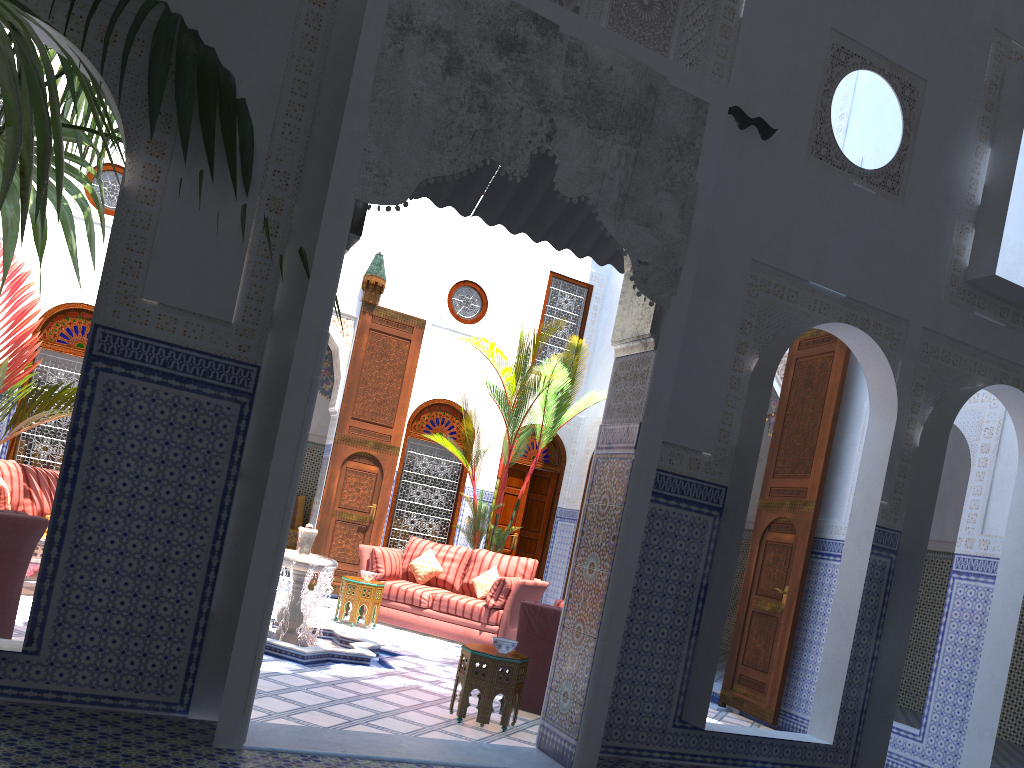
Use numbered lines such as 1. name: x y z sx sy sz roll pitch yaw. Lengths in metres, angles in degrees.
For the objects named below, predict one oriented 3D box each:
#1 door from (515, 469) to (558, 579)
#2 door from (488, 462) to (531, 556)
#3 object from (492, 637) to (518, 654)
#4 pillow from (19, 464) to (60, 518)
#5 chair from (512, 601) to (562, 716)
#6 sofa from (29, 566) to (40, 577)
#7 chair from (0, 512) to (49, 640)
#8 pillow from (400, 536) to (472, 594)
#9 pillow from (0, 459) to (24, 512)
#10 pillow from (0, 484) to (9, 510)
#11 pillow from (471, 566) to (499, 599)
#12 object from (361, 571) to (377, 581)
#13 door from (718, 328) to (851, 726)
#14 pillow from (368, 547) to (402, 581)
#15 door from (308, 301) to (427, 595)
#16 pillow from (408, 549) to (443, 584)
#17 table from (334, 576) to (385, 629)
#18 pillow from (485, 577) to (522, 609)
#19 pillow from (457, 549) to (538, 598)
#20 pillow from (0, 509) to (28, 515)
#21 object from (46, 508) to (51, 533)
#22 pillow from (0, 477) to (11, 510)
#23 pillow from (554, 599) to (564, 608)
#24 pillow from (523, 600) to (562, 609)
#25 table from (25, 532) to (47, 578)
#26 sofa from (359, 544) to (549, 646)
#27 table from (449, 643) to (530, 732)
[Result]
1. door: 0.150 1.538 8.353 0.285 1.458 0.024 11 -1 6
2. door: -0.083 1.458 8.167 0.289 1.458 0.122 12 -1 -24
3. object: -0.035 1.156 3.865 0.119 0.057 0.119 13 -8 -10
4. pillow: -3.084 0.754 5.900 0.317 0.372 0.573 10 -7 23
5. chair: 0.444 1.429 4.435 0.719 0.539 0.829 9 -7 22
6. sofa: -3.082 0.910 5.567 0.725 0.537 1.391 9 -9 22
7. chair: -2.316 0.649 3.170 0.804 0.539 0.742 9 -7 22
8. pillow: -0.622 1.433 6.939 0.576 0.378 0.307 9 -5 22
9. pillow: -3.275 0.625 5.372 0.288 0.388 0.594 10 -7 22
10. pillow: -3.052 0.676 5.035 0.376 0.252 0.191 9 -5 23
11. pillow: -0.186 1.478 6.532 0.150 0.257 0.279 13 -6 -23
12. object: -1.022 1.366 6.225 0.119 0.057 0.119 13 -8 -10
13. door: 1.702 0.848 5.466 0.125 2.507 0.579 12 -1 -17
14. pillow: -0.963 1.390 6.701 0.185 0.251 0.388 10 -7 23
15. door: -1.260 0.600 7.503 0.590 2.507 0.122 12 -1 -24
16. pillow: -0.667 1.405 6.750 0.297 0.277 0.133 8 -4 32
17. table: -1.081 1.544 6.201 0.286 0.323 0.294 10 -5 22
18. pillow: -0.045 1.511 6.349 0.185 0.241 0.405 10 -7 23
19. pillow: -0.109 1.495 6.738 0.555 0.400 0.310 9 -5 18
20. pillow: -2.014 0.580 3.272 0.185 0.251 0.388 10 -7 23
21. object: -2.586 0.821 5.101 0.312 0.238 0.214 17 -8 -42
22. pillow: -3.063 0.672 5.243 0.135 0.272 0.303 13 -6 -22
23. pillow: 0.373 1.316 4.716 0.376 0.252 0.191 9 -5 23
24. pillow: 0.222 1.208 4.292 0.392 0.242 0.191 9 -5 22
25. table: -2.645 1.009 4.949 0.545 0.322 0.537 15 -8 -23
26. sofa: -0.468 1.637 6.698 1.348 0.539 0.747 8 -7 21
27. table: -0.103 1.339 3.877 0.293 0.323 0.288 14 -5 -23
